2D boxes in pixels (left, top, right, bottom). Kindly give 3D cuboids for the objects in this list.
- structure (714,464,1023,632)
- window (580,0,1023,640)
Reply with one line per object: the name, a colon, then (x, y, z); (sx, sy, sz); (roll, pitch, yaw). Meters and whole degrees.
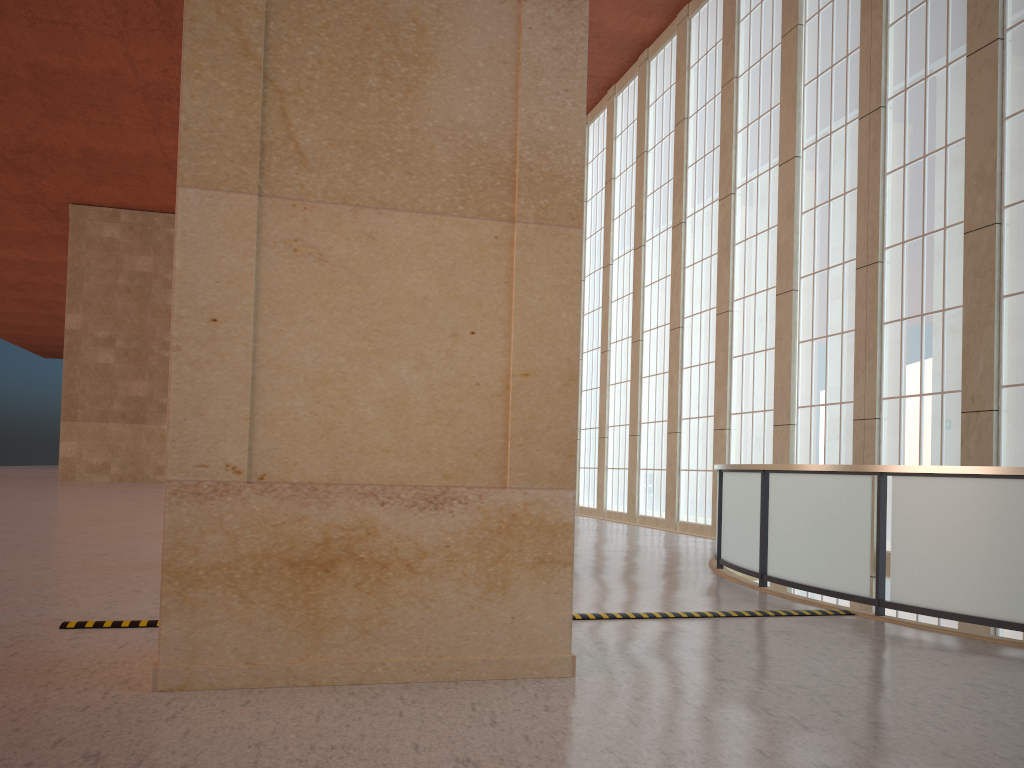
structure: (6.366, 2.044, 11.784); (5.251, 1.790, 13.106); (4, -6, -25)
window: (-7.076, 5.501, 76.029); (0.010, 28.566, 165.358); (2, -5, -15)
